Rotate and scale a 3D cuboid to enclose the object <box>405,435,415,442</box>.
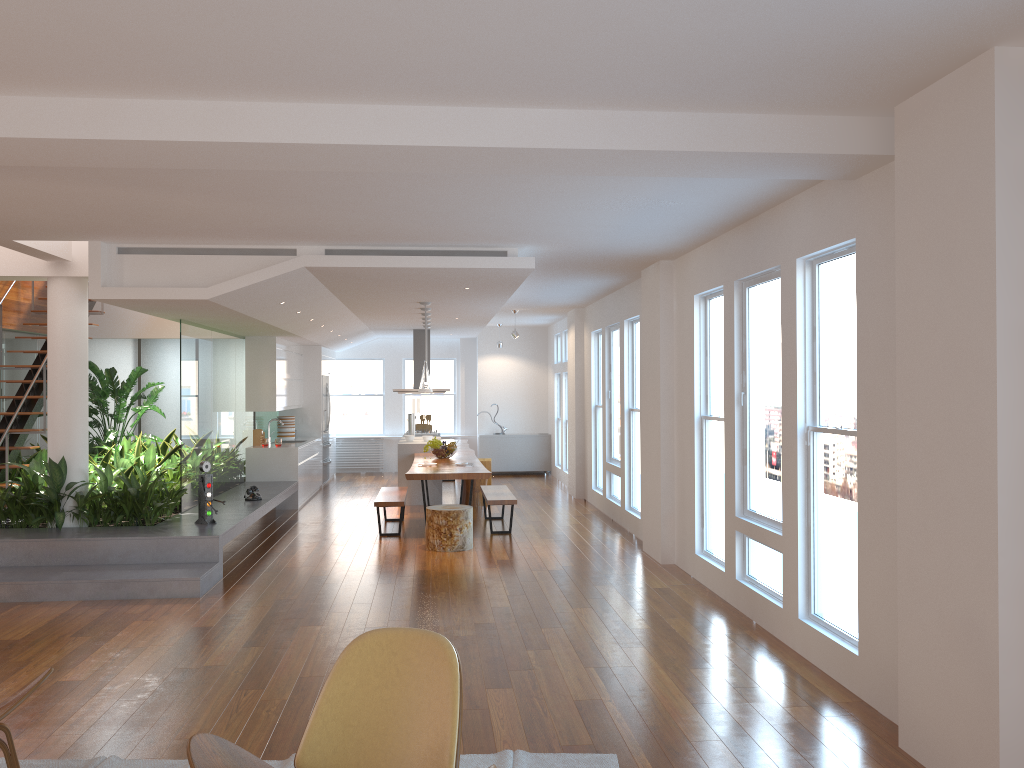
[{"bbox_3d":[-1.440,0.768,12.482,0.152,0.082,0.152,0,0,34],"label":"object"}]

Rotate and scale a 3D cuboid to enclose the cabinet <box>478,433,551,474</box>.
[{"bbox_3d":[0.045,1.282,16.234,1.309,0.725,0.420,0,0,-5],"label":"cabinet"}]

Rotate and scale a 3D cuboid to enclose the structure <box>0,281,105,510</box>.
[{"bbox_3d":[-4.424,-0.622,10.004,2.552,4.265,4.591,0,0,-5],"label":"structure"}]

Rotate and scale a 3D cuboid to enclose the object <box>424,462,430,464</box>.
[{"bbox_3d":[-0.962,0.908,10.083,0.070,0.030,0.079,0,0,-42],"label":"object"}]

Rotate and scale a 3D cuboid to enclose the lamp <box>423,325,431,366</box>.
[{"bbox_3d":[-1.278,-0.422,13.381,0.160,1.060,0.160,0,0,22],"label":"lamp"}]

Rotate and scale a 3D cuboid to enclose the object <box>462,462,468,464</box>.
[{"bbox_3d":[-0.538,0.907,10.073,0.079,0.030,0.070,0,0,38],"label":"object"}]

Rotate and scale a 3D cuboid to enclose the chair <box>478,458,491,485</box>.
[{"bbox_3d":[-0.502,1.429,14.216,0.344,0.430,0.549,0,0,-1],"label":"chair"}]

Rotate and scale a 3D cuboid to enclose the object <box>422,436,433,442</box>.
[{"bbox_3d":[-1.181,0.767,12.381,0.152,0.082,0.152,0,0,-44],"label":"object"}]

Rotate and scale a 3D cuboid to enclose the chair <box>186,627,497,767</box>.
[{"bbox_3d":[-0.422,1.227,2.645,0.867,0.752,0.856,0,0,-45],"label":"chair"}]

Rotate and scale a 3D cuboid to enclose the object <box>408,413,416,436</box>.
[{"bbox_3d":[-1.559,0.639,13.895,0.120,0.356,0.172,-1,0,43],"label":"object"}]

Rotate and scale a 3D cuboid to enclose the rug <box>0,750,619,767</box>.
[{"bbox_3d":[-1.291,1.562,2.054,3.525,0.057,3.478,0,0,-1],"label":"rug"}]

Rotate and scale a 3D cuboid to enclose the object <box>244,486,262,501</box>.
[{"bbox_3d":[-2.832,1.185,9.649,0.216,0.155,0.181,0,0,-40],"label":"object"}]

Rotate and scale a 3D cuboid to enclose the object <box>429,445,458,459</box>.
[{"bbox_3d":[-0.853,0.856,11.072,0.360,0.159,0.360,0,0,-42],"label":"object"}]

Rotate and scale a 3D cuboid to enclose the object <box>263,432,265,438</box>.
[{"bbox_3d":[-3.470,0.756,12.345,0.100,0.170,0.173,0,0,-3],"label":"object"}]

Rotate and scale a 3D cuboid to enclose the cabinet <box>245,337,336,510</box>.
[{"bbox_3d":[-3.343,0.531,13.865,0.676,2.280,4.565,0,0,-5],"label":"cabinet"}]

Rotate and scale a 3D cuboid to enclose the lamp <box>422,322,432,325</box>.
[{"bbox_3d":[-1.213,-0.426,12.661,0.160,1.060,0.160,0,0,22],"label":"lamp"}]

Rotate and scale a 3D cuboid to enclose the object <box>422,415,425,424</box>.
[{"bbox_3d":[-1.475,0.662,14.800,0.057,0.299,0.019,0,0,-5],"label":"object"}]

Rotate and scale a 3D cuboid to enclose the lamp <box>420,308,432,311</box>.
[{"bbox_3d":[-1.019,-0.437,10.501,0.160,1.060,0.160,0,0,22],"label":"lamp"}]

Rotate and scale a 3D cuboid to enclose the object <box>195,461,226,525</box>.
[{"bbox_3d":[-2.696,0.975,7.939,0.318,0.565,0.134,0,0,31],"label":"object"}]

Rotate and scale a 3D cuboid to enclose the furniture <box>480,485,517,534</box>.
[{"bbox_3d":[-0.165,1.432,10.138,0.316,0.389,1.433,0,0,-5],"label":"furniture"}]

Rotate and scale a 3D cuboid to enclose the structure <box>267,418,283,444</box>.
[{"bbox_3d":[-3.424,0.762,12.848,0.248,0.536,0.115,0,0,-5],"label":"structure"}]

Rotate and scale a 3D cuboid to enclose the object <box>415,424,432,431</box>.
[{"bbox_3d":[-1.510,0.741,14.806,0.353,0.157,0.084,0,0,-5],"label":"object"}]

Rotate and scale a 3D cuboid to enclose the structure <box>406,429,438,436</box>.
[{"bbox_3d":[-1.457,0.783,14.363,0.520,0.073,0.650,0,0,-5],"label":"structure"}]

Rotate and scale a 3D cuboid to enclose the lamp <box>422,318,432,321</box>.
[{"bbox_3d":[-1.149,-0.430,11.941,0.160,1.060,0.160,0,0,22],"label":"lamp"}]

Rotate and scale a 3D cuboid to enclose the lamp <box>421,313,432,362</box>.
[{"bbox_3d":[-1.084,-0.434,11.221,0.160,1.060,0.160,0,0,22],"label":"lamp"}]

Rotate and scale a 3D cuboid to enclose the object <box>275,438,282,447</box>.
[{"bbox_3d":[-3.111,0.780,11.809,0.094,0.106,0.094,0,0,1],"label":"object"}]

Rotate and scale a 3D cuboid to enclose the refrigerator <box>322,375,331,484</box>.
[{"bbox_3d":[-3.355,0.750,14.609,0.725,1.772,0.908,0,0,-5],"label":"refrigerator"}]

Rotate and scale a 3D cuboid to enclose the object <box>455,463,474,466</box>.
[{"bbox_3d":[-0.538,0.913,10.073,0.222,0.020,0.222,0,0,-13],"label":"object"}]

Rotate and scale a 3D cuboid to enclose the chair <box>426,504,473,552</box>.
[{"bbox_3d":[-0.617,1.417,8.753,0.460,0.400,0.460,0,0,5],"label":"chair"}]

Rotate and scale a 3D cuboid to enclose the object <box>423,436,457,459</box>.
[{"bbox_3d":[-0.880,0.793,11.084,0.394,0.284,0.292,0,0,-41],"label":"object"}]

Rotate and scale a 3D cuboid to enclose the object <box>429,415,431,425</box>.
[{"bbox_3d":[-1.377,0.662,14.829,0.057,0.294,0.030,0,0,-5],"label":"object"}]

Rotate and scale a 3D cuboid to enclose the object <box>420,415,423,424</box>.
[{"bbox_3d":[-1.511,0.662,14.816,0.061,0.299,0.040,0,0,-8],"label":"object"}]

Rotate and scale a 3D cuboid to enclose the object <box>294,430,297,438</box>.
[{"bbox_3d":[-3.485,0.754,13.787,0.265,0.196,0.284,0,0,37],"label":"object"}]

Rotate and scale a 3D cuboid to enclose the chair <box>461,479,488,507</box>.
[{"bbox_3d":[-0.510,1.412,11.991,0.396,0.455,0.402,0,0,-15],"label":"chair"}]

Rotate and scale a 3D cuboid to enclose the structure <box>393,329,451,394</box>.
[{"bbox_3d":[-1.458,-0.548,14.343,0.909,1.405,0.900,0,0,-5],"label":"structure"}]

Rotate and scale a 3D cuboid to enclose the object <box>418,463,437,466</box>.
[{"bbox_3d":[-0.962,0.915,10.083,0.222,0.020,0.222,0,0,35],"label":"object"}]

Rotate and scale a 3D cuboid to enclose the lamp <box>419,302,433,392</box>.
[{"bbox_3d":[-0.954,-0.441,9.781,0.160,1.060,0.160,0,0,22],"label":"lamp"}]

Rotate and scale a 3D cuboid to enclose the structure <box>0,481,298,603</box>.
[{"bbox_3d":[-4.145,1.460,9.353,3.088,0.386,5.584,0,0,-5],"label":"structure"}]

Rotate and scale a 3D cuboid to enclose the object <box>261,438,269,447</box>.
[{"bbox_3d":[-3.296,0.781,11.840,0.094,0.106,0.094,0,0,1],"label":"object"}]

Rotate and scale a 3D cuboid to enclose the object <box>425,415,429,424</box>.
[{"bbox_3d":[-1.412,0.663,14.808,0.068,0.298,0.039,0,0,-5],"label":"object"}]

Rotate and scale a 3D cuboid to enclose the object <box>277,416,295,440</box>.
[{"bbox_3d":[-3.417,0.669,13.406,0.267,0.356,0.266,0,0,21],"label":"object"}]

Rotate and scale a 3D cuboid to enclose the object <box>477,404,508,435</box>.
[{"bbox_3d":[-0.337,0.639,16.159,0.590,0.563,0.210,0,0,-34],"label":"object"}]

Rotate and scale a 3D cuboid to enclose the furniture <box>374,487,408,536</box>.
[{"bbox_3d":[-1.353,1.436,10.031,0.316,0.389,1.433,0,0,-5],"label":"furniture"}]

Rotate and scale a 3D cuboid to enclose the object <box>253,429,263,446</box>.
[{"bbox_3d":[-3.461,0.729,12.097,0.104,0.222,0.200,0,0,-5],"label":"object"}]

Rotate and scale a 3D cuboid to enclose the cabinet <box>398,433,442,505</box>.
[{"bbox_3d":[-1.374,1.229,13.445,0.597,0.832,2.936,0,0,-5],"label":"cabinet"}]

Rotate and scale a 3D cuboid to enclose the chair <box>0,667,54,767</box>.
[{"bbox_3d":[-2.131,1.238,3.212,0.856,0.752,0.867,0,0,0],"label":"chair"}]

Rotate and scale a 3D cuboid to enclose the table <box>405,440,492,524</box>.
[{"bbox_3d":[-0.916,1.284,12.084,0.893,0.704,5.996,0,0,-5],"label":"table"}]
